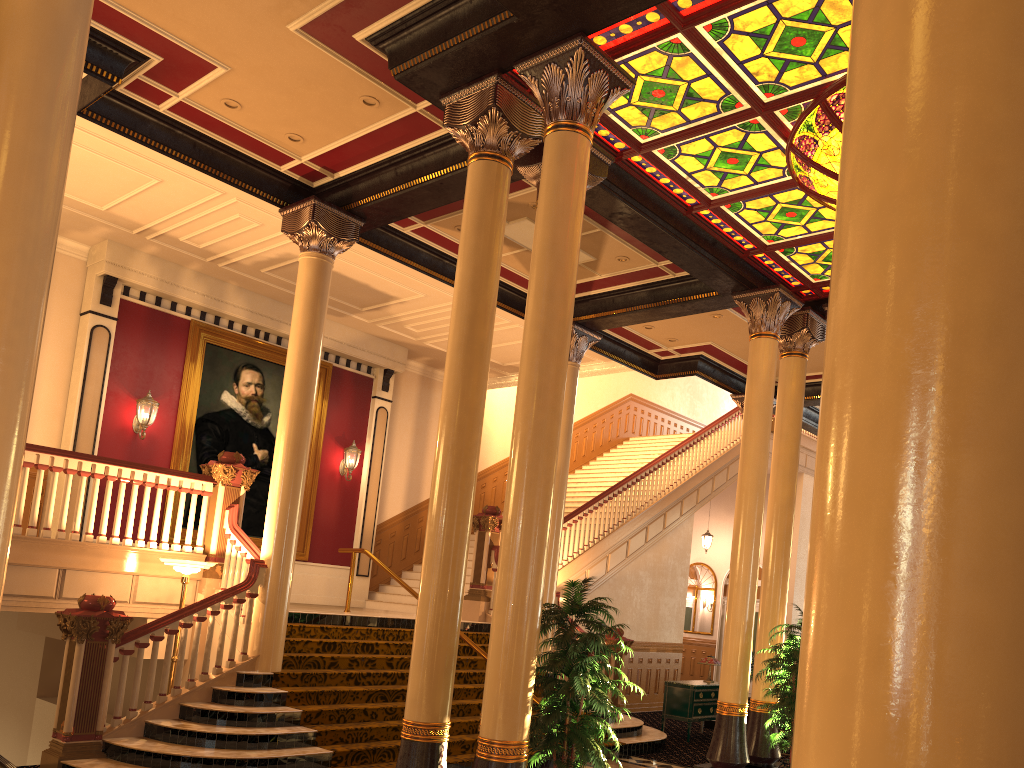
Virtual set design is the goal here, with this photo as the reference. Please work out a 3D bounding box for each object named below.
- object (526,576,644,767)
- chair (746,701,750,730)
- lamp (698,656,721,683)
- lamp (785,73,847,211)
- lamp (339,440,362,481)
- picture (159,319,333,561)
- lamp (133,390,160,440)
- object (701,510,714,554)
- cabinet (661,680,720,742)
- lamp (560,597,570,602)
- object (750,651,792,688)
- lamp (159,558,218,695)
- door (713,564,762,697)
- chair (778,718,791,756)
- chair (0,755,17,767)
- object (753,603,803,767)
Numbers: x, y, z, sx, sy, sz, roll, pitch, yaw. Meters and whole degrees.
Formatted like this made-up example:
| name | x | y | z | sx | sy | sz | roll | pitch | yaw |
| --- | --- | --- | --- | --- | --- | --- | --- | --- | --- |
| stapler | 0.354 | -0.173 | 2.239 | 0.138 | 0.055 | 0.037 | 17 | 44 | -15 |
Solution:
| name | x | y | z | sx | sy | sz | roll | pitch | yaw |
| --- | --- | --- | --- | --- | --- | --- | --- | --- | --- |
| object | 0.473 | 2.562 | 6.804 | 0.998 | 2.122 | 1.137 | 2 | -8 | 31 |
| chair | 3.808 | 5.148 | 13.483 | 0.632 | 0.907 | 0.709 | 4 | -8 | 12 |
| lamp | 3.222 | 4.640 | 14.157 | 0.306 | 0.414 | 0.337 | -1 | -10 | 38 |
| lamp | 3.859 | -1.806 | 7.469 | 2.885 | 0.594 | 3.177 | -6 | -18 | 39 |
| lamp | -2.843 | 1.347 | 15.293 | 0.378 | 0.720 | 0.336 | -1 | -9 | 42 |
| picture | -4.170 | 1.017 | 14.030 | 0.053 | 3.403 | 2.694 | 1 | -9 | 42 |
| lamp | -5.297 | 0.445 | 12.550 | 0.378 | 0.720 | 0.336 | -1 | -9 | 42 |
| object | -1.528 | 0.259 | 8.319 | 0.648 | 4.230 | 31.502 | 3 | -13 | 25 |
| cabinet | 2.950 | 5.184 | 13.825 | 0.529 | 0.854 | 1.330 | -1 | -13 | 42 |
| lamp | 0.511 | 4.271 | 13.341 | 0.606 | 1.985 | 0.563 | 9 | -6 | -30 |
| object | 4.181 | 5.214 | 14.661 | 1.021 | 1.417 | 1.119 | 8 | -9 | -19 |
| lamp | -3.454 | 2.809 | 8.899 | 0.562 | 1.985 | 0.607 | 3 | -6 | 24 |
| door | 5.968 | 6.260 | 22.326 | 1.415 | 3.431 | 0.213 | 0 | -7 | 42 |
| chair | 4.245 | 4.797 | 12.286 | 0.775 | 1.084 | 0.721 | 10 | -9 | -33 |
| chair | -3.157 | 2.314 | 4.602 | 0.996 | 0.901 | 0.752 | 10 | -10 | -28 |
| object | 3.290 | 3.604 | 9.994 | 1.078 | 2.122 | 1.053 | 5 | -6 | 1 |
